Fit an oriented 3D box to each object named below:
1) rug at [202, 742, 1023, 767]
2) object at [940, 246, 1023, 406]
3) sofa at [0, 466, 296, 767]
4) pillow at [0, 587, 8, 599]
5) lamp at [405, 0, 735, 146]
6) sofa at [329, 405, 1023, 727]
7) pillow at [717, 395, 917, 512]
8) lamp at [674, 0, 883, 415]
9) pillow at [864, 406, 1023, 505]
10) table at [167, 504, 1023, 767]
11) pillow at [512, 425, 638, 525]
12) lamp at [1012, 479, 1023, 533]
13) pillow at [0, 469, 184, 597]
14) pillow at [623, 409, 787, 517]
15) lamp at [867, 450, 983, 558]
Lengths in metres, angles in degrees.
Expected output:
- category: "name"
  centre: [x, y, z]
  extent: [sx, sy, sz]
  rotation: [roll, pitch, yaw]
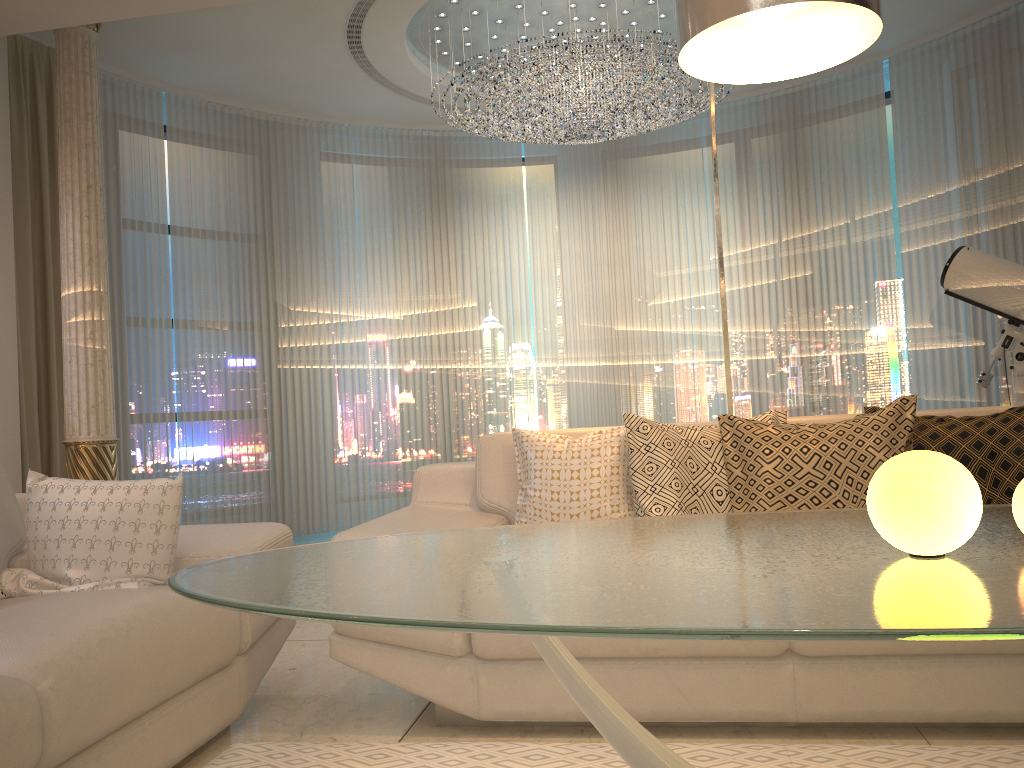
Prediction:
- category: "rug"
  centre: [0.569, 0.815, 1.272]
  extent: [2.900, 0.020, 1.661]
  rotation: [-3, -2, 9]
- category: "object"
  centre: [2.225, 0.089, 3.810]
  extent: [0.616, 1.471, 0.570]
  rotation: [-4, -2, 15]
- category: "sofa"
  centre: [-1.397, 0.565, 1.685]
  extent: [1.145, 0.754, 2.328]
  rotation: [-3, -2, 9]
- category: "pillow"
  centre: [-1.432, 0.362, 2.099]
  extent: [0.255, 0.399, 0.526]
  rotation: [-3, -2, 9]
- category: "lamp"
  centre: [0.422, -1.831, 5.388]
  extent: [2.109, 0.685, 2.109]
  rotation: [-2, -3, -36]
- category: "sofa"
  centre: [0.744, 0.485, 2.649]
  extent: [2.328, 0.754, 1.145]
  rotation: [-3, -2, 9]
- category: "pillow"
  centre: [0.915, 0.265, 2.638]
  extent: [0.575, 0.436, 0.301]
  rotation: [-4, -2, 15]
- category: "lamp"
  centre: [0.680, -0.400, 2.572]
  extent: [0.393, 2.519, 2.009]
  rotation: [-3, -2, 9]
- category: "pillow"
  centre: [1.307, 0.240, 2.549]
  extent: [0.575, 0.436, 0.301]
  rotation: [-5, -3, 40]
- category: "table"
  centre: [0.530, 0.522, 1.297]
  extent: [2.140, 0.565, 0.999]
  rotation: [-3, -2, 8]
- category: "pillow"
  centre: [0.217, 0.316, 2.798]
  extent: [0.463, 0.380, 0.222]
  rotation: [-4, -2, 14]
- category: "lamp"
  centre: [0.733, 0.166, 1.183]
  extent: [0.115, 0.115, 0.115]
  rotation: [-5, -3, 35]
- category: "pillow"
  centre: [-1.132, 0.382, 2.342]
  extent: [0.521, 0.325, 0.281]
  rotation: [-4, -2, 19]
- category: "pillow"
  centre: [0.614, 0.291, 2.762]
  extent: [0.587, 0.429, 0.288]
  rotation: [-3, -2, -16]
- category: "lamp"
  centre: [0.562, 0.162, 1.211]
  extent: [0.143, 0.143, 0.143]
  rotation: [-3, -2, -6]
